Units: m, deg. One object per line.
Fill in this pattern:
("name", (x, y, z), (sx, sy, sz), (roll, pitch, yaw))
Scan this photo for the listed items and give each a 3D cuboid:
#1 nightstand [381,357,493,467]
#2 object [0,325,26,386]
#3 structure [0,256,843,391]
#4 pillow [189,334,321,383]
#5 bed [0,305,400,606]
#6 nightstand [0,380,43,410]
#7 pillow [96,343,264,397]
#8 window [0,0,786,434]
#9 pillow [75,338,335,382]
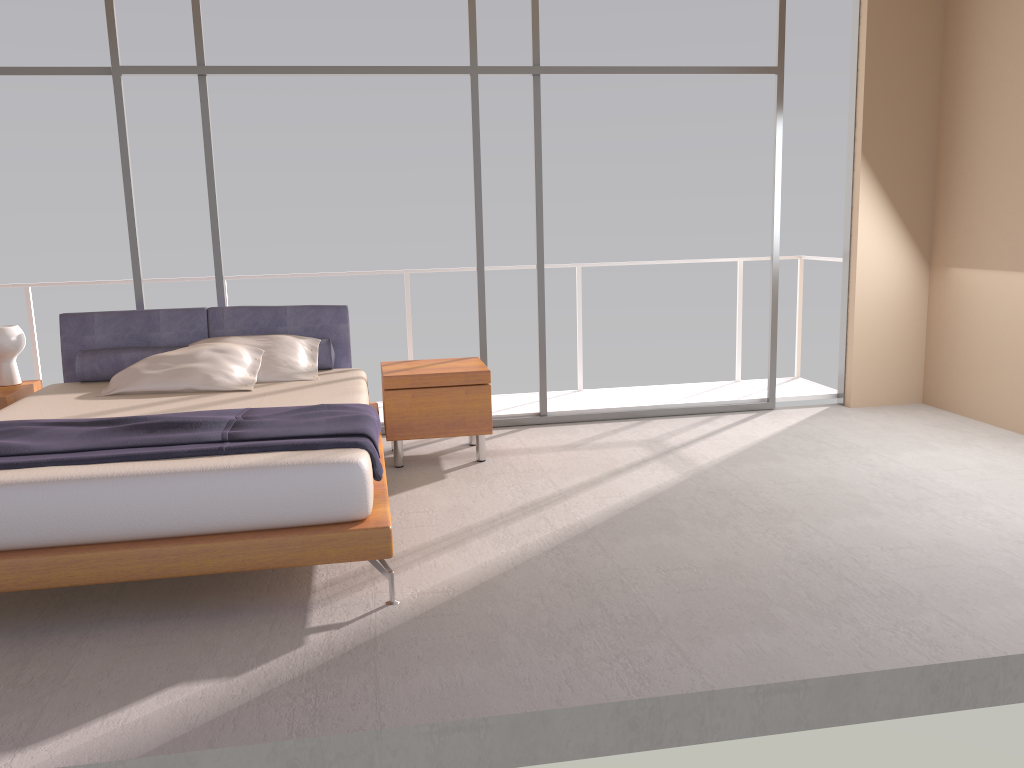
("nightstand", (-0.474, 0.163, 5.476), (0.628, 0.556, 0.562), (-3, 10, -9))
("object", (-2.932, -0.165, 5.134), (0.224, 0.338, 0.224), (-1, 10, 2))
("structure", (-1.342, -0.273, 6.354), (7.689, 1.005, 0.728), (-3, 10, -9))
("pillow", (-1.501, -0.132, 5.130), (0.791, 0.265, 0.400), (-3, 10, -6))
("bed", (-1.639, 0.211, 4.311), (2.017, 0.959, 2.462), (-3, 10, -9))
("nightstand", (-3.076, 0.312, 5.051), (0.628, 0.556, 0.562), (-3, 10, -9))
("pillow", (-1.823, -0.071, 4.896), (0.869, 0.264, 0.431), (-2, 10, -2))
("window", (-1.110, -1.183, 5.820), (6.106, 3.133, 0.075), (-3, 10, -9))
("pillow", (-1.804, -0.142, 5.283), (1.470, 0.201, 0.205), (-3, 10, -9))
